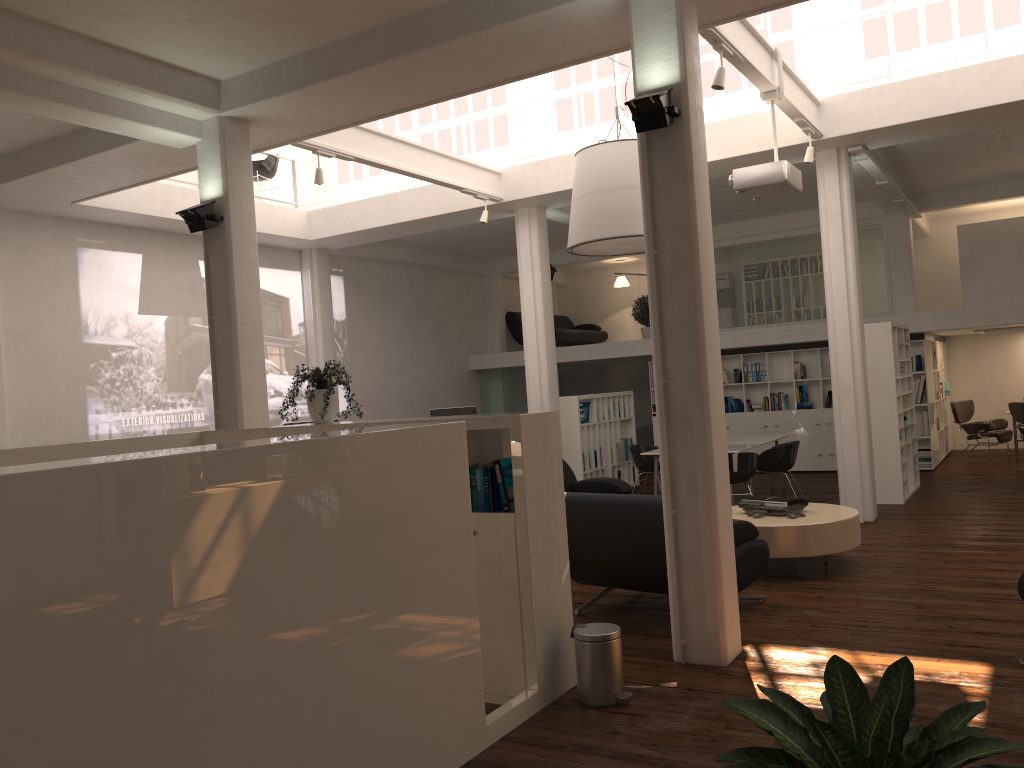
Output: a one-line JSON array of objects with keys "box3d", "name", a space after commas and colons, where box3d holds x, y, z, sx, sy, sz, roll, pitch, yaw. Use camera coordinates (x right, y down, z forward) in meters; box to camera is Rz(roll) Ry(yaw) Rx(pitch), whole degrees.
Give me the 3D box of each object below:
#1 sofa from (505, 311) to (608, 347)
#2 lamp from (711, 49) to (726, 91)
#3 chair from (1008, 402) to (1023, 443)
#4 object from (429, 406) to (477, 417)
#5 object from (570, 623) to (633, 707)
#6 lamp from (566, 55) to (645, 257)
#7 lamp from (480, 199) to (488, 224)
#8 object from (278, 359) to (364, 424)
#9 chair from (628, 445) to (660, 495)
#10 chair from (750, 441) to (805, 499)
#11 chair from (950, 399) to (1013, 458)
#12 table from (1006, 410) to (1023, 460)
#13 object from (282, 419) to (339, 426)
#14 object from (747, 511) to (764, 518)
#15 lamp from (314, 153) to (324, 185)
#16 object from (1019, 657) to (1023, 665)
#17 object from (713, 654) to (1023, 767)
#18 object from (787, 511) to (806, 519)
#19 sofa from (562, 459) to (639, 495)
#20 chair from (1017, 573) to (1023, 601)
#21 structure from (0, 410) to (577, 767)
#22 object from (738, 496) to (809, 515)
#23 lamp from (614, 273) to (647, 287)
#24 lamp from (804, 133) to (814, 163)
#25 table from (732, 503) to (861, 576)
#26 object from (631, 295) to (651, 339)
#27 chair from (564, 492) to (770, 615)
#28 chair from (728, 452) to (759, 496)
[{"box3d": [1.257, -1.380, 23.671, 1.467, 1.119, 3.087, -4, 0, 31], "name": "sofa"}, {"box3d": [1.823, -2.787, 7.857, 0.136, 0.357, 0.117, -4, 0, 25], "name": "lamp"}, {"box3d": [10.239, 0.896, 17.064, 0.991, 1.183, 0.994, -4, -1, -44], "name": "chair"}, {"box3d": [-1.070, 0.880, 16.430, 0.886, 0.888, 0.347, -4, 0, -14], "name": "object"}, {"box3d": [0.586, 1.846, 5.854, 0.415, 0.465, 0.311, -4, 0, 14], "name": "object"}, {"box3d": [1.177, -3.723, 10.269, 1.386, 4.284, 1.386, -4, -1, -45], "name": "lamp"}, {"box3d": [-0.432, -2.593, 13.342, 0.136, 0.357, 0.117, -4, 0, 25], "name": "lamp"}, {"box3d": [-1.500, 0.060, 7.050, 0.646, 0.504, 0.709, -4, 0, -28], "name": "object"}, {"box3d": [2.372, 1.518, 14.873, 0.757, 1.004, 0.795, -4, 0, 31], "name": "chair"}, {"box3d": [4.069, 1.392, 13.652, 0.757, 1.004, 0.795, -4, 0, 26], "name": "chair"}, {"box3d": [9.939, 0.929, 18.800, 0.994, 1.183, 0.991, -4, -1, -39], "name": "chair"}, {"box3d": [11.808, 0.915, 17.117, 3.900, 0.947, 1.040, -4, 0, 31], "name": "table"}, {"box3d": [-2.936, 0.984, 13.037, 0.886, 0.888, 0.347, -4, -1, -39], "name": "object"}, {"box3d": [2.558, 1.365, 9.309, 0.119, 0.062, 0.193, -4, 0, -8], "name": "object"}, {"box3d": [-2.246, -2.490, 10.311, 0.136, 0.357, 0.117, -4, -1, 37], "name": "lamp"}, {"box3d": [3.691, 1.678, 5.832, 0.271, 0.376, 0.618, -4, -1, -43], "name": "object"}, {"box3d": [1.309, 1.544, 3.342, 1.327, 0.936, 1.240, -4, 0, -19], "name": "object"}, {"box3d": [2.879, 1.323, 9.154, 0.193, 0.099, 0.231, -4, -1, -36], "name": "object"}, {"box3d": [0.381, 1.568, 10.932, 1.467, 1.119, 3.087, -4, 0, 31], "name": "sofa"}, {"box3d": [4.566, 1.241, 6.113, 1.454, 1.130, 1.481, -4, -1, -38], "name": "chair"}, {"box3d": [-2.164, 1.303, 4.968, 3.131, 1.914, 4.752, -4, 0, 31], "name": "structure"}, {"box3d": [2.806, 1.298, 9.526, 0.471, 0.163, 0.558, -4, -1, -39], "name": "object"}, {"box3d": [3.745, -2.794, 22.892, 2.635, 0.513, 0.447, -4, -1, 40], "name": "lamp"}, {"box3d": [3.644, -2.890, 10.899, 0.136, 0.357, 0.117, -4, -1, 37], "name": "lamp"}, {"box3d": [2.858, 1.664, 9.470, 1.616, 0.570, 1.616, -4, 0, 24], "name": "table"}, {"box3d": [3.206, -1.548, 20.879, 0.793, 1.127, 0.770, -4, 0, 29], "name": "object"}, {"box3d": [1.327, 1.477, 8.017, 1.454, 1.130, 1.481, -4, -1, 42], "name": "chair"}, {"box3d": [3.144, 1.448, 12.583, 0.795, 1.004, 0.757, -4, 0, 6], "name": "chair"}]
